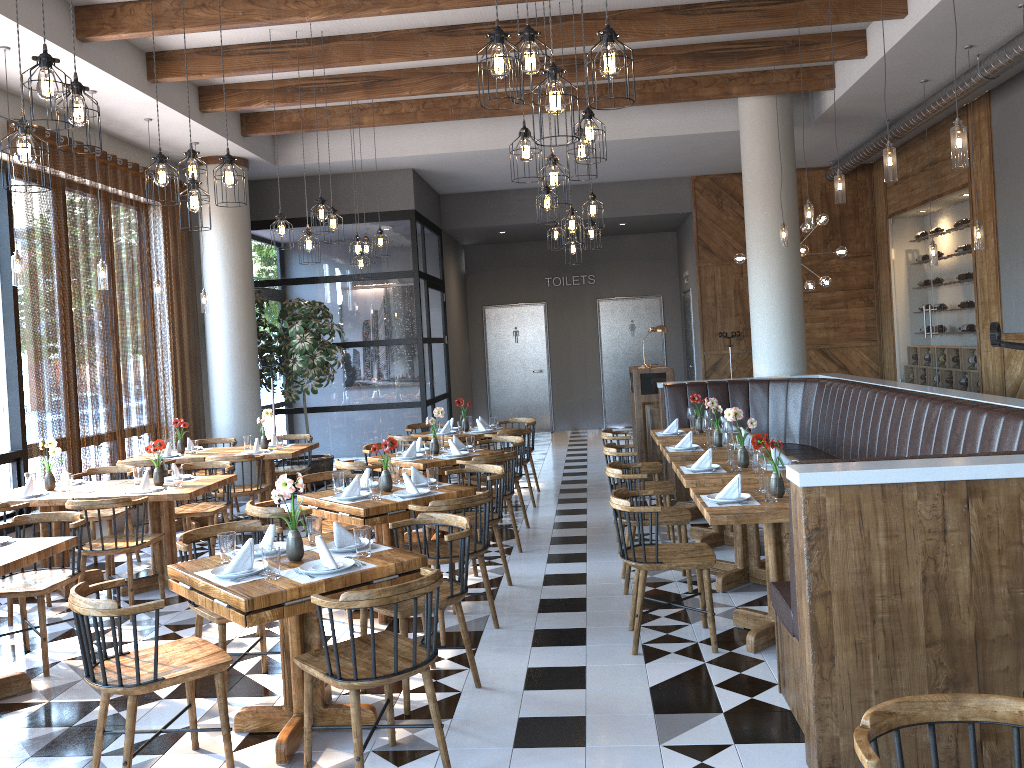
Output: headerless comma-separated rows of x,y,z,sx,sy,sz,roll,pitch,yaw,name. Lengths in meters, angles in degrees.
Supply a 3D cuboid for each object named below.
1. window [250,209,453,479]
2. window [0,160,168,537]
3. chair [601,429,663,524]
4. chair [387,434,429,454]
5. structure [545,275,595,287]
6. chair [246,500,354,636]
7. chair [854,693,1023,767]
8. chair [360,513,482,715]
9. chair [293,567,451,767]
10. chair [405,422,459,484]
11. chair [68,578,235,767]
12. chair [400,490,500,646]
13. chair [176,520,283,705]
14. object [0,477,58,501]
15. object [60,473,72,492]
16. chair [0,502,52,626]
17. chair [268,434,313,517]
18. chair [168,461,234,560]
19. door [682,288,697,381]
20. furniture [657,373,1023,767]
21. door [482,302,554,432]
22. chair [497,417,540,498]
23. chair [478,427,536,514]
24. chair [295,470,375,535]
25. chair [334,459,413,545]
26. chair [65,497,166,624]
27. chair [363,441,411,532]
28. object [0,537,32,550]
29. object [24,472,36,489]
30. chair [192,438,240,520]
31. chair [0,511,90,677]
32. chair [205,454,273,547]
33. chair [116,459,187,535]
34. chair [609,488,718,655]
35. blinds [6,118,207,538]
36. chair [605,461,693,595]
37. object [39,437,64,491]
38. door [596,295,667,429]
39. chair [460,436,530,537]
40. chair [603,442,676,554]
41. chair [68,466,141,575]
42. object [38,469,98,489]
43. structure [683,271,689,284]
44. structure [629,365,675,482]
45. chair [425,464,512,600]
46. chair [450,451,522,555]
-2.407,-0.542,13.005,2.727,3.548,2.187,-3,1,5,window
-3.704,-0.173,2.517,4.495,3.163,15.131,-4,3,-18,window
1.113,0.830,8.148,0.549,0.817,0.520,-3,1,5,chair
-0.971,0.907,9.078,0.550,0.817,0.519,-4,1,-40,chair
1.066,-1.895,16.280,0.915,0.166,0.035,-3,0,5,structure
-1.290,1.100,5.341,0.550,0.817,0.519,-4,1,-40,chair
1.005,1.134,1.778,0.519,0.817,0.550,-3,1,5,chair
-0.459,1.097,4.377,0.550,0.817,0.519,-4,1,-40,chair
-0.537,1.144,3.469,0.520,0.817,0.549,-4,1,-40,chair
-0.893,0.860,9.986,0.520,0.817,0.549,-4,1,-40,chair
-1.444,1.193,3.547,0.550,0.817,0.519,-4,1,-40,chair
-0.383,1.051,5.262,0.520,0.817,0.549,-4,1,-40,chair
-1.366,1.146,4.456,0.520,0.817,0.549,-4,1,-40,chair
-3.535,0.754,6.455,0.352,0.137,0.272,-3,2,5,object
-3.332,0.737,6.621,0.080,0.132,0.080,-3,1,40,object
-3.523,1.195,6.079,0.519,0.817,0.550,-3,1,5,chair
-2.388,0.971,9.455,0.519,0.817,0.550,-3,1,5,chair
-2.572,1.083,7.307,0.519,0.817,0.550,-3,1,5,chair
2.996,-0.388,14.930,0.114,2.393,1.207,-3,1,5,door
2.302,0.675,6.402,1.917,1.149,6.595,-3,3,5,furniture
0.111,-0.288,16.366,1.206,2.393,0.114,-3,0,5,door
0.007,0.810,9.930,0.550,0.817,0.519,-4,1,-40,chair
-0.064,0.858,8.999,0.520,0.817,0.549,-4,1,-40,chair
-1.212,1.053,6.249,0.520,0.817,0.549,-4,1,-40,chair
-1.132,1.004,7.194,0.550,0.817,0.519,-4,1,-40,chair
-2.684,1.150,6.007,0.519,0.817,0.550,-3,1,5,chair
-1.054,0.957,8.102,0.520,0.817,0.549,-4,1,-40,chair
-2.799,0.792,4.721,0.352,0.137,0.272,-3,2,5,object
-3.711,0.749,6.834,0.080,0.132,0.080,-3,1,40,object
-3.228,1.017,9.527,0.519,0.817,0.550,-3,1,5,chair
-2.760,1.196,5.114,0.519,0.817,0.550,-3,1,5,chair
-2.500,1.039,8.154,0.519,0.817,0.550,-3,1,5,chair
-3.339,1.084,8.227,0.519,0.817,0.550,-3,1,5,chair
0.831,1.000,4.854,0.549,0.817,0.520,-3,1,5,chair
-4.118,-0.423,7.012,0.160,3.579,7.273,-3,2,5,blinds
0.925,0.943,5.952,0.549,0.817,0.520,-3,1,5,chair
-3.513,0.607,6.751,0.206,0.400,0.146,-3,1,9,object
2.213,-0.401,16.185,1.206,2.393,0.114,-3,0,5,door
-0.147,0.908,8.024,0.550,0.817,0.519,-4,1,-40,chair
1.019,0.886,7.050,0.549,0.817,0.520,-3,1,5,chair
-3.411,1.128,7.380,0.519,0.817,0.550,-3,1,5,chair
-3.496,0.727,6.986,0.352,0.137,0.272,-3,2,5,object
2.928,-1.788,14.879,0.025,0.197,0.566,-3,2,5,structure
1.750,0.439,10.537,0.645,1.300,1.046,-3,1,5,structure
-0.305,1.004,6.171,0.550,0.817,0.519,-4,1,-40,chair
-0.225,0.955,7.115,0.520,0.817,0.549,-4,1,-40,chair
